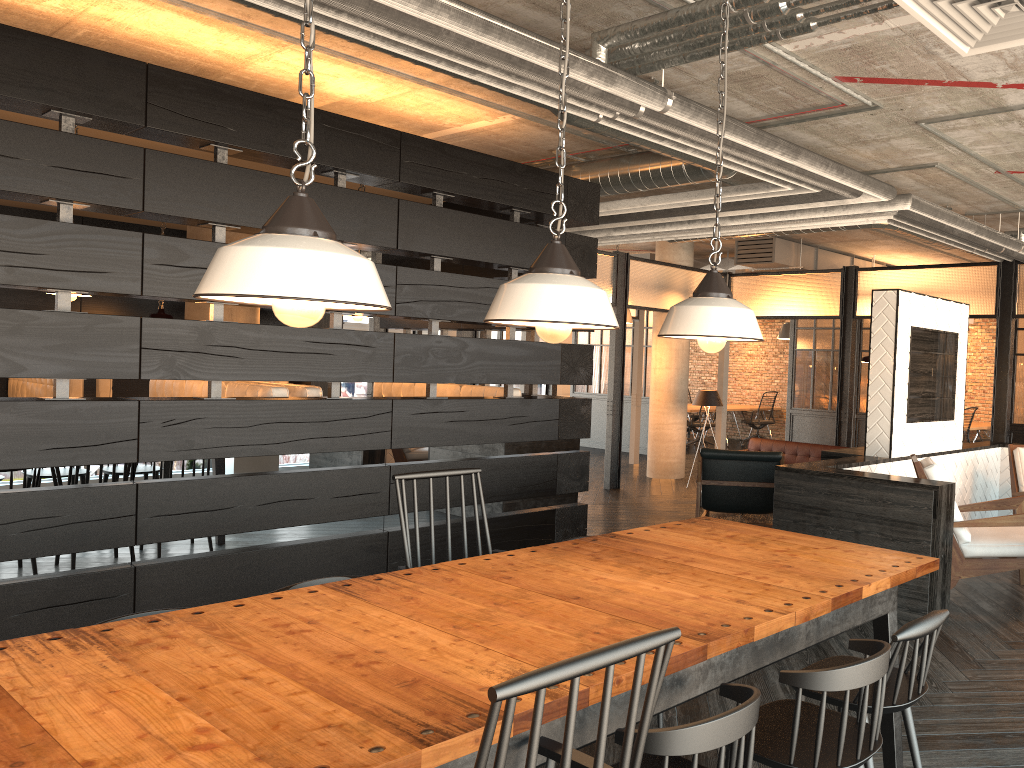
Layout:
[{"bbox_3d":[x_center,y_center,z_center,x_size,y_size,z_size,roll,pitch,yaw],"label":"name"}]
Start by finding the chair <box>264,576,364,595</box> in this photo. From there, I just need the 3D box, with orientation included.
[{"bbox_3d":[-0.513,1.001,2.578,0.435,0.725,0.394,0,2,-45],"label":"chair"}]

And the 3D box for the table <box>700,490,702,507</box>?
[{"bbox_3d":[2.384,1.113,8.769,0.608,0.372,0.820,4,2,41],"label":"table"}]

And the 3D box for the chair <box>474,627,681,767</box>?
[{"bbox_3d":[-0.036,0.901,1.383,0.532,1.032,0.417,0,2,-45],"label":"chair"}]

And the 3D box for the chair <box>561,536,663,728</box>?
[{"bbox_3d":[0.382,1.010,3.315,0.435,0.737,0.378,0,2,-45],"label":"chair"}]

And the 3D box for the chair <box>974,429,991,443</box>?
[{"bbox_3d":[7.604,0.853,13.140,0.804,1.063,0.595,0,2,-45],"label":"chair"}]

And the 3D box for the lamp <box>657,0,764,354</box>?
[{"bbox_3d":[0.705,-0.971,2.802,0.417,1.737,0.315,1,2,-27],"label":"lamp"}]

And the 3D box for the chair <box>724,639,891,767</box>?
[{"bbox_3d":[0.797,1.057,2.281,0.435,0.737,0.378,0,2,-45],"label":"chair"}]

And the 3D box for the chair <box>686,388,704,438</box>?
[{"bbox_3d":[3.609,0.582,16.840,0.804,1.063,0.595,0,2,-45],"label":"chair"}]

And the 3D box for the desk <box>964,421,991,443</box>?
[{"bbox_3d":[7.318,1.007,13.377,1.909,0.720,0.684,1,2,-44],"label":"desk"}]

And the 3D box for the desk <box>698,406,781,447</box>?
[{"bbox_3d":[4.411,0.807,16.137,1.909,0.720,0.684,1,2,-44],"label":"desk"}]

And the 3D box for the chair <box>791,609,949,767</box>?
[{"bbox_3d":[1.130,1.065,2.685,0.435,0.725,0.394,0,2,-45],"label":"chair"}]

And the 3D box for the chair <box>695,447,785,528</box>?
[{"bbox_3d":[2.039,0.930,7.347,0.724,0.795,1.061,2,2,13],"label":"chair"}]

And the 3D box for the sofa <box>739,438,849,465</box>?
[{"bbox_3d":[3.168,0.992,9.527,1.375,0.637,0.784,4,2,44],"label":"sofa"}]

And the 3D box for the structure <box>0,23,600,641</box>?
[{"bbox_3d":[-3.597,-0.227,5.624,6.370,2.741,5.197,1,2,-45],"label":"structure"}]

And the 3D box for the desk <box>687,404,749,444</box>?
[{"bbox_3d":[3.914,0.773,16.609,1.909,0.720,0.684,1,2,-44],"label":"desk"}]

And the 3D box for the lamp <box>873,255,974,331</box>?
[{"bbox_3d":[6.364,-1.331,12.800,3.964,0.857,0.256,1,2,-44],"label":"lamp"}]

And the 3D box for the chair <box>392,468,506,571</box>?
[{"bbox_3d":[-0.153,0.849,3.011,0.532,1.032,0.417,0,2,-45],"label":"chair"}]

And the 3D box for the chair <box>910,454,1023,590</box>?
[{"bbox_3d":[3.163,0.971,5.645,0.893,0.906,0.760,2,2,13],"label":"chair"}]

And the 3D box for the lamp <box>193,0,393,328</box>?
[{"bbox_3d":[-0.421,-0.986,1.726,0.422,1.737,0.310,1,2,-34],"label":"lamp"}]

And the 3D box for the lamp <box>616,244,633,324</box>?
[{"bbox_3d":[1.280,-1.500,10.148,0.438,1.502,0.452,2,2,8],"label":"lamp"}]

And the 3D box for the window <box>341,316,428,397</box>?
[{"bbox_3d":[-2.589,-0.547,15.795,2.893,2.874,0.211,1,2,-44],"label":"window"}]

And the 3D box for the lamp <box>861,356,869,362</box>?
[{"bbox_3d":[2.957,-0.225,6.775,0.220,0.171,0.202,2,2,11],"label":"lamp"}]

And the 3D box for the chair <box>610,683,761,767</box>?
[{"bbox_3d":[0.333,1.049,1.905,0.435,0.737,0.378,0,2,-45],"label":"chair"}]

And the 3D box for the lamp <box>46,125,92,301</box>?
[{"bbox_3d":[-2.388,-0.974,4.508,0.224,1.050,0.164,1,2,-37],"label":"lamp"}]

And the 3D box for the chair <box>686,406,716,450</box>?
[{"bbox_3d":[3.300,0.636,14.564,0.804,1.063,0.595,0,2,-45],"label":"chair"}]

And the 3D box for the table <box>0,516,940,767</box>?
[{"bbox_3d":[-0.367,0.993,1.913,4.355,0.791,1.019,1,2,-44],"label":"table"}]

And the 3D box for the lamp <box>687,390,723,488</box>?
[{"bbox_3d":[2.615,0.675,10.306,0.845,1.178,0.548,2,2,1],"label":"lamp"}]

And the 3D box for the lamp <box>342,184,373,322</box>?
[{"bbox_3d":[-1.056,-0.957,5.782,0.166,1.050,0.222,3,2,38],"label":"lamp"}]

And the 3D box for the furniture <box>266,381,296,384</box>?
[{"bbox_3d":[-2.925,0.463,8.448,1.605,1.260,0.678,4,2,44],"label":"furniture"}]

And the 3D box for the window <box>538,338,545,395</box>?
[{"bbox_3d":[-0.226,-0.516,18.054,2.893,2.874,0.211,1,2,-44],"label":"window"}]

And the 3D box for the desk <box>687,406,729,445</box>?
[{"bbox_3d":[3.030,0.790,14.817,1.909,0.720,0.684,1,2,-44],"label":"desk"}]

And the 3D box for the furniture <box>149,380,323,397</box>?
[{"bbox_3d":[-1.797,0.603,5.246,1.596,1.260,1.245,4,2,45],"label":"furniture"}]

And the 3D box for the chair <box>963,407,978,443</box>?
[{"bbox_3d":[6.207,0.835,11.804,0.804,1.063,0.595,0,2,-45],"label":"chair"}]

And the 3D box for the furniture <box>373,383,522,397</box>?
[{"bbox_3d":[-0.683,0.617,6.311,1.597,1.260,0.691,4,2,44],"label":"furniture"}]

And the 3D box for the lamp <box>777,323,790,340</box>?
[{"bbox_3d":[4.457,-1.459,13.184,0.438,1.502,0.452,2,2,8],"label":"lamp"}]

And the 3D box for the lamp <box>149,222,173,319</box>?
[{"bbox_3d":[-3.341,-1.114,7.951,0.206,1.050,0.181,2,2,-8],"label":"lamp"}]

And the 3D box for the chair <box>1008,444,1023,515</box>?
[{"bbox_3d":[4.519,0.991,6.832,0.756,0.907,0.899,2,2,-3],"label":"chair"}]

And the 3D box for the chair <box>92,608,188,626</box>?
[{"bbox_3d":[-0.884,0.993,2.131,0.435,0.737,0.378,0,2,-45],"label":"chair"}]

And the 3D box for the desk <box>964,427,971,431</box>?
[{"bbox_3d":[5.937,0.989,12.058,1.909,0.720,0.684,1,2,-44],"label":"desk"}]

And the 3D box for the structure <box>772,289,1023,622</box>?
[{"bbox_3d":[4.284,0.398,6.077,4.302,2.115,3.373,1,2,-45],"label":"structure"}]

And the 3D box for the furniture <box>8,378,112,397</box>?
[{"bbox_3d":[-4.044,0.448,7.379,1.604,1.260,1.245,4,2,45],"label":"furniture"}]

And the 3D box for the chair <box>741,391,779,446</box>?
[{"bbox_3d":[4.697,0.654,15.899,0.804,1.063,0.595,0,2,-45],"label":"chair"}]

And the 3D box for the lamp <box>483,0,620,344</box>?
[{"bbox_3d":[0.142,-0.978,2.264,0.417,1.737,0.315,1,2,-27],"label":"lamp"}]
